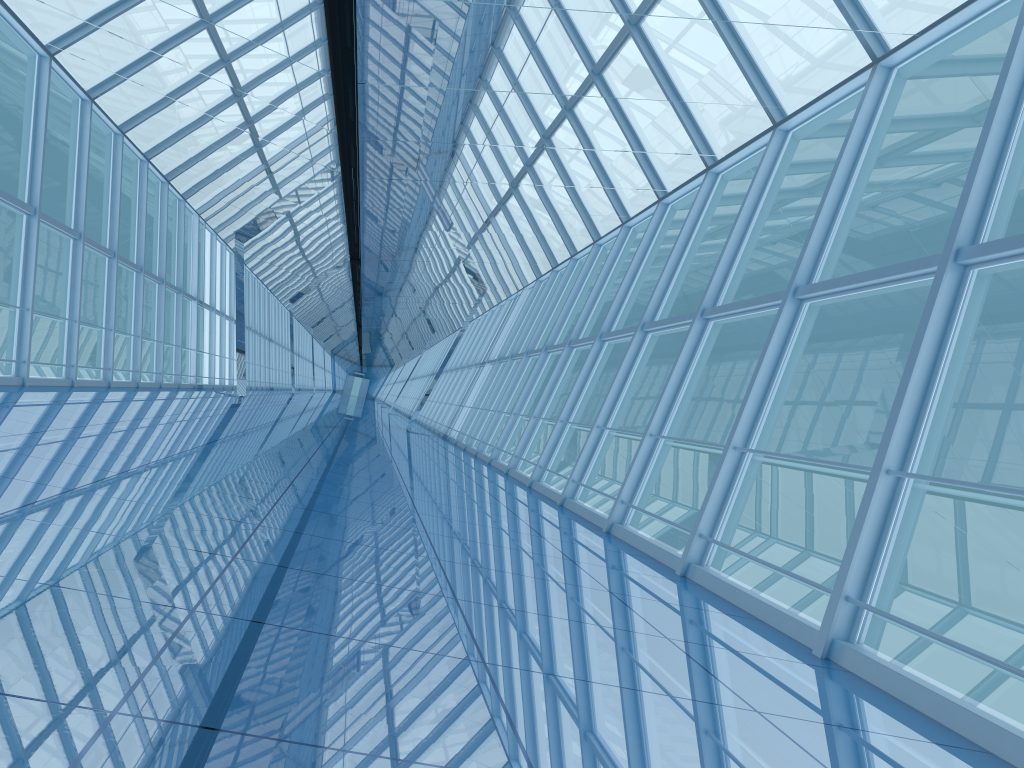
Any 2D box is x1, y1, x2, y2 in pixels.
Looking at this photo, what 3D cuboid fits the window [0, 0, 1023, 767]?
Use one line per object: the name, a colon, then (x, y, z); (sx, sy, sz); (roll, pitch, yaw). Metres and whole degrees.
window: (-9.412, -1.315, 50.663); (9.834, 4.960, 105.910); (12, -3, -10)
